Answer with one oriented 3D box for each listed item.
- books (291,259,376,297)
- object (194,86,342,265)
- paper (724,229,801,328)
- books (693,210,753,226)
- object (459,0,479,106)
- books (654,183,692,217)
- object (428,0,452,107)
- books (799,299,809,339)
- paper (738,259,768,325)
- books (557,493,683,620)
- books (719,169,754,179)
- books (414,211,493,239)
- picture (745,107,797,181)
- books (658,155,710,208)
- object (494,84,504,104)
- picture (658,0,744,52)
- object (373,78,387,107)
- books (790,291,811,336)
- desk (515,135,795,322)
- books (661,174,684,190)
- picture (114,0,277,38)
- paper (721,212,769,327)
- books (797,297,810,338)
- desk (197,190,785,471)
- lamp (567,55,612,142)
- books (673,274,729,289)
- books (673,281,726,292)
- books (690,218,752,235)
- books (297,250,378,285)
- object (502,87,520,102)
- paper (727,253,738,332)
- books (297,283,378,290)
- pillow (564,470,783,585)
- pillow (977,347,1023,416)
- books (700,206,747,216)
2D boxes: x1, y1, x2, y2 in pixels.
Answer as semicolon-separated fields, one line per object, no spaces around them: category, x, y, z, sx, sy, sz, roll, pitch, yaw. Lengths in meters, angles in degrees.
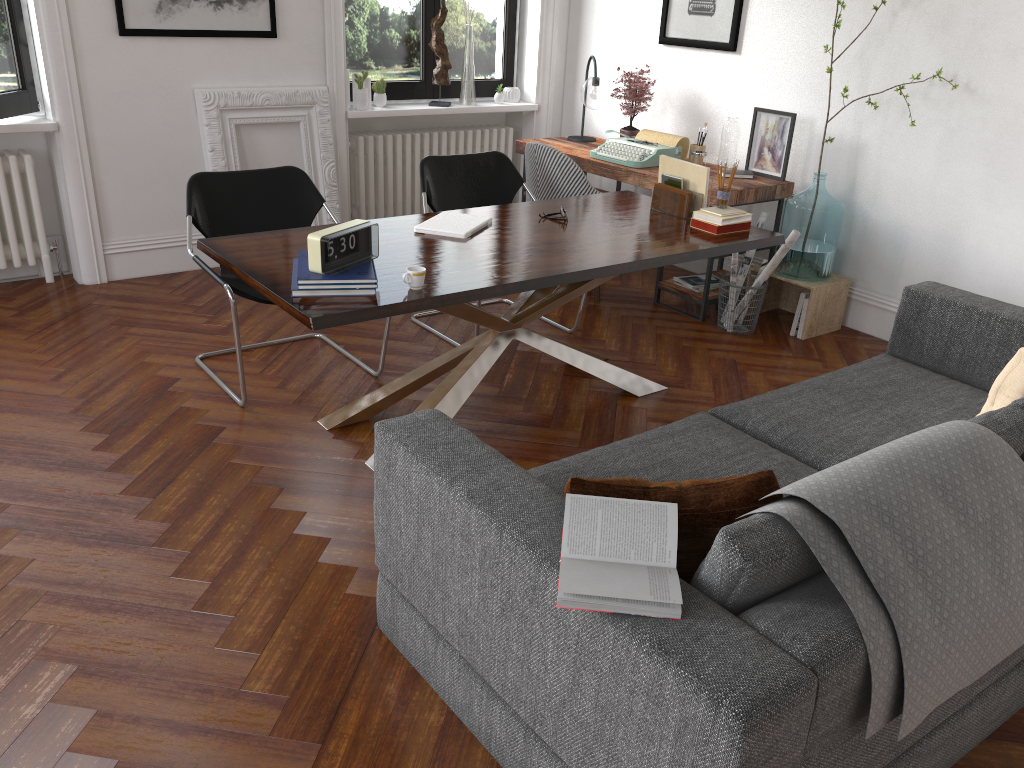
books;-0.600;-0.360;2.973;0.264;0.027;0.344;-2;25;-12
object;-1.457;-1.258;5.467;0.828;1.071;0.232;-15;30;-34
paper;1.336;-0.552;4.765;0.329;0.614;0.046;18;29;29
books;0.926;-0.739;3.896;0.207;0.029;0.163;-16;30;-36
object;-0.241;-2.466;6.095;0.295;1.062;0.288;-13;29;-31
books;0.739;-0.851;4.111;0.028;0.126;0.220;-15;30;-34
object;-0.486;-2.281;6.023;0.165;0.760;0.141;5;25;4
books;1.653;-0.366;4.869;0.169;0.234;0.012;-15;30;-34
paper;1.342;-0.508;4.955;0.126;0.391;0.025;-3;26;-14
books;0.208;0.317;1.710;0.224;0.096;0.276;5;24;4
books;1.278;-1.216;5.119;0.213;0.031;0.128;3;24;0
books;-0.240;-0.667;3.713;0.230;0.026;0.323;10;25;16
picture;1.474;-1.373;5.071;0.022;0.372;0.281;-15;30;-34
books;0.799;-0.928;4.152;0.043;0.241;0.308;-15;30;-34
object;-0.093;-2.102;6.424;0.072;0.135;0.071;-2;25;-11
picture;1.175;-2.480;5.383;0.050;0.823;0.630;-15;30;-34
object;-0.883;-1.959;5.947;0.097;0.187;0.098;-3;25;-13
books;1.633;-0.394;4.900;0.187;0.260;0.054;-14;30;-33
desk;0.797;-1.048;5.661;0.646;0.764;1.788;-15;30;-34
books;0.751;-0.895;4.157;0.040;0.158;0.128;-15;30;-34
picture;-1.719;-2.562;4.722;0.880;1.334;0.035;-15;30;-34
paper;1.292;-0.633;4.944;0.293;0.631;0.047;-19;33;-40
books;1.645;-0.371;4.879;0.169;0.234;0.012;-15;30;-34
desk;-0.019;-0.255;3.767;2.220;0.757;1.024;-14;30;-34
lamp;0.516;-1.881;5.875;0.207;0.554;0.438;-3;25;-13
books;1.114;-0.607;5.222;0.267;0.014;0.195;-8;26;-24
books;1.113;-0.593;5.229;0.267;0.014;0.195;-15;30;-35
books;0.920;-0.705;3.903;0.215;0.040;0.158;-13;29;-32
books;-0.584;-0.393;2.952;0.250;0.017;0.341;-2;25;-12
object;-0.005;-2.150;6.587;0.132;0.098;0.133;13;26;20
paper;1.202;-0.506;4.831;0.073;0.483;0.033;3;25;-1
books;-0.585;-0.377;2.959;0.250;0.017;0.341;-2;25;-12
pillow;0.341;0.328;2.033;0.470;0.400;0.327;3;24;0
pillow;1.645;0.019;2.810;0.485;0.464;0.224;-15;30;-34
books;0.930;-0.763;3.903;0.159;0.008;0.127;-14;29;-33
